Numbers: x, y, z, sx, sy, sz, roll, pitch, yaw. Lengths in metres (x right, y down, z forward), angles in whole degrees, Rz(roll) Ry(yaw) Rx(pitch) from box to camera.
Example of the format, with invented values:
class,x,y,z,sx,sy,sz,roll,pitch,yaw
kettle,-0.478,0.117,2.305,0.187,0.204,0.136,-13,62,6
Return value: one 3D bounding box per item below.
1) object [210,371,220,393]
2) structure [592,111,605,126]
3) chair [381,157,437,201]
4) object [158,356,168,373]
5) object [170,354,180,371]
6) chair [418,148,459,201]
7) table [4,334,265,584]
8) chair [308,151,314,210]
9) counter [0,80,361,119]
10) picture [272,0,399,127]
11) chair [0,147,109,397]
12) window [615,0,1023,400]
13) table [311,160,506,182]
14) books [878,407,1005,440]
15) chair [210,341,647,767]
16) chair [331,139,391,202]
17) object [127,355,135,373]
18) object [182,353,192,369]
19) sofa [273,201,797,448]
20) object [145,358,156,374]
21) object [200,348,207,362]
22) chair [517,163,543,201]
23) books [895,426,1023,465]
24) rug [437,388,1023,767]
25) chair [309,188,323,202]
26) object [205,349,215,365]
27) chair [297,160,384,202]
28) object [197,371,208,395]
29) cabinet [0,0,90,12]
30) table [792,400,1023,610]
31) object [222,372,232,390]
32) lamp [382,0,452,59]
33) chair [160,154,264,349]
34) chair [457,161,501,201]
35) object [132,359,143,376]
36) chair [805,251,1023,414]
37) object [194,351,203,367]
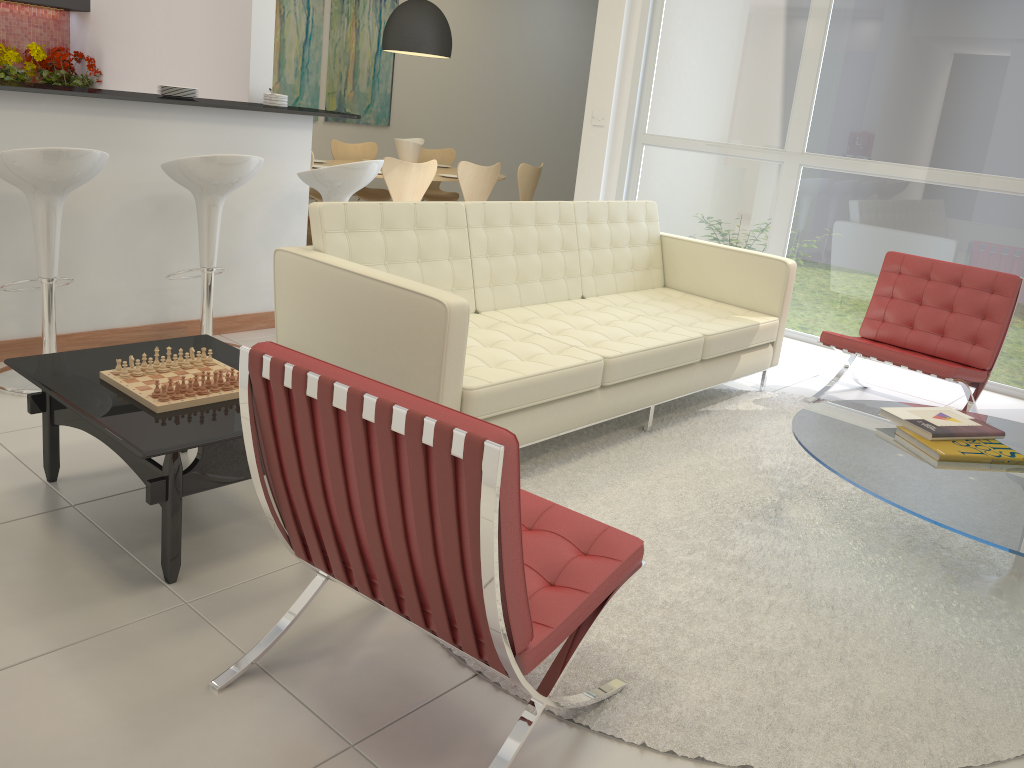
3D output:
class,x,y,z,sx,sy,sz,roll,pitch,yaw
object,-0.882,-0.009,2.633,0.030,0.063,0.030,-7,20,-41
structure,0.677,-2.080,6.936,0.115,0.103,0.013,20,19,39
chair,-0.934,-1.350,7.003,0.523,0.894,0.521,-7,20,-41
object,-1.087,-0.063,2.756,0.030,0.049,0.030,-7,20,-40
object,-1.060,-0.069,2.786,0.030,0.049,0.030,-7,20,-40
chair,-0.772,-1.851,8.668,0.521,0.894,0.523,-1,17,-25
table,-1.050,0.194,2.796,0.925,0.416,0.704,20,21,38
chair,-1.650,-1.380,6.840,0.524,0.894,0.521,13,16,23
counter,-2.000,-1.400,4.256,0.742,0.019,2.981,20,22,38
picture,-1.776,-3.267,8.411,0.020,1.486,1.748,18,20,38
chair,-1.934,-0.494,3.697,0.458,1.007,0.470,-5,19,-37
window,2.192,-1.577,5.850,3.465,2.676,0.122,20,19,39
table,-0.984,-1.549,7.912,1.292,0.719,2.274,20,22,39
books,1.511,0.138,3.120,0.323,0.026,0.259,0,18,-19
chair,-0.159,0.336,2.008,0.705,0.805,0.711,17,19,34
chair,-1.383,-1.763,8.167,0.523,0.894,0.521,-8,21,-44
object,-1.169,-0.063,2.722,0.030,0.051,0.030,16,18,31
object,-1.033,-0.075,2.815,0.030,0.049,0.030,-7,20,-40
sofa,0.274,-0.327,4.096,1.010,0.909,2.579,19,21,38
object,-1.113,-0.057,2.727,0.030,0.049,0.030,-7,20,-40
object,-1.010,-0.096,2.900,0.030,0.043,0.030,-7,20,-40
chair,-0.032,-1.586,8.089,0.518,0.894,0.526,13,16,23
books,1.511,0.207,2.986,0.323,0.026,0.259,3,17,-10
rug,1.029,0.456,3.398,2.467,0.004,3.345,21,22,39
chair,-1.756,-1.635,7.620,0.517,0.894,0.527,12,16,19
object,-0.980,-0.088,2.874,0.030,0.049,0.030,-7,20,-40
chair,-0.962,-0.722,4.779,0.467,1.007,0.461,14,16,25
object,-0.908,-0.005,2.603,0.030,0.068,0.030,-7,20,-41
cabinet,-4.257,-2.838,5.330,0.355,0.650,3.261,19,21,38
table,1.635,0.491,2.838,1.551,0.398,1.328,20,22,37
object,-0.856,-0.011,2.664,0.030,0.054,0.030,-7,20,-41
lamp,-0.737,-3.534,7.408,0.600,1.473,0.597,20,20,41
chair,-1.447,-0.607,4.236,0.458,1.007,0.470,-5,19,-37
chair,-0.436,-1.453,7.515,0.520,0.894,0.524,19,19,39
object,-1.140,-0.051,2.697,0.030,0.049,0.030,-7,20,-40
chair,2.100,-0.226,4.629,0.709,0.805,0.707,-8,21,-43
object,-1.007,-0.082,2.845,0.030,0.049,0.030,-7,20,-40
